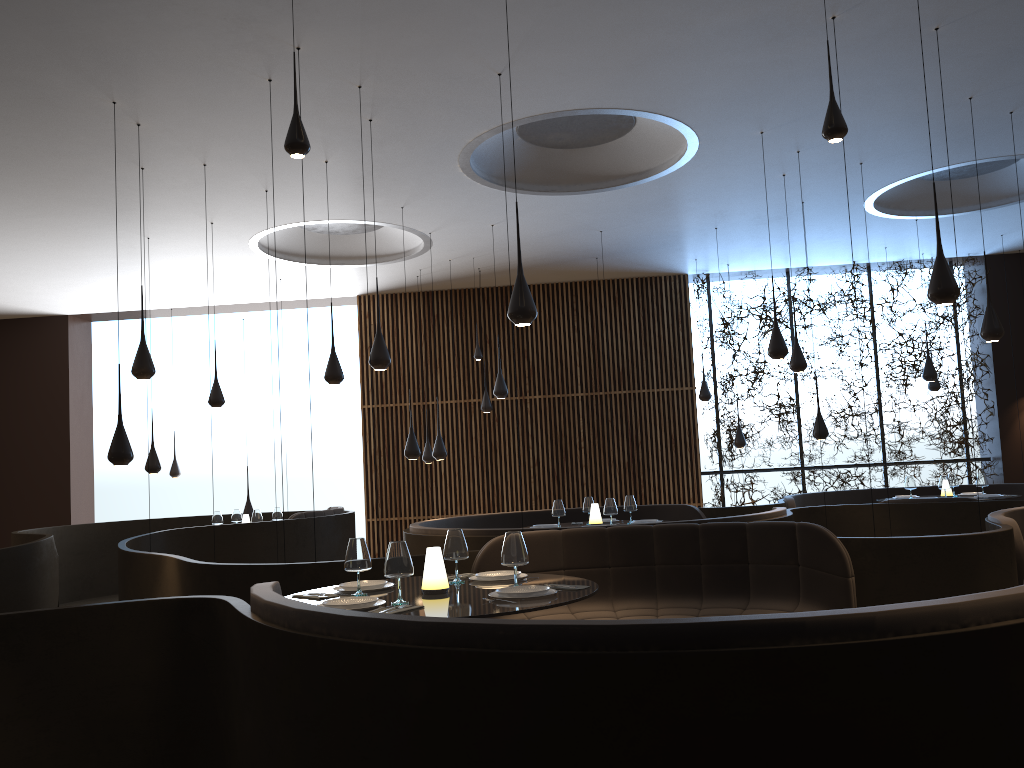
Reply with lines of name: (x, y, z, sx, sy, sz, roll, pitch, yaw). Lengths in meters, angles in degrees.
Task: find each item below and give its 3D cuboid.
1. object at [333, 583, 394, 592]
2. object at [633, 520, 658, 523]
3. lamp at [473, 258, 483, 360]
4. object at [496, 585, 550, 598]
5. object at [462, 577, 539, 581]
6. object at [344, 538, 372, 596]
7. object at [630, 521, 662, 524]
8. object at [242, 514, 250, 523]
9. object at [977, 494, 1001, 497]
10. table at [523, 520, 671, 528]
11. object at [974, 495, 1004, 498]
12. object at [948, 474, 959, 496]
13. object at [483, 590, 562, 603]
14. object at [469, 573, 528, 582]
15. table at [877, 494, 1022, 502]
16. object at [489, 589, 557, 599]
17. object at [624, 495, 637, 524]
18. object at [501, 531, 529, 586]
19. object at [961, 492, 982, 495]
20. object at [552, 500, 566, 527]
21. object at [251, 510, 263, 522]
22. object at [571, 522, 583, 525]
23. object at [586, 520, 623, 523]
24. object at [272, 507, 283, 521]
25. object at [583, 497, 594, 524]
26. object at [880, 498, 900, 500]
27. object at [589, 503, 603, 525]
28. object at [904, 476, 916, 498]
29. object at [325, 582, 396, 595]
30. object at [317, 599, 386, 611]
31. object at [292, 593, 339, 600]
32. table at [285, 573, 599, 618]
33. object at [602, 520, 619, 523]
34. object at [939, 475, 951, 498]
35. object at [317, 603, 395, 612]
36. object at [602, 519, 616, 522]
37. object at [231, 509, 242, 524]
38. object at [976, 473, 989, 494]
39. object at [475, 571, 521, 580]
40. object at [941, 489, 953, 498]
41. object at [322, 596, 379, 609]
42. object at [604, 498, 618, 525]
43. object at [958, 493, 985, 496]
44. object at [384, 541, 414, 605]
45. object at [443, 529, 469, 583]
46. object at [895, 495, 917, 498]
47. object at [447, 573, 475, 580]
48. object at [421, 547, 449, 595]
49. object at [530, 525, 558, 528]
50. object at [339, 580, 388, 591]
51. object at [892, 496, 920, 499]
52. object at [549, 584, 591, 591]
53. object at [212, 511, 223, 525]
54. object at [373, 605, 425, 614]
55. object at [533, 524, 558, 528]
object: (-0.814, 1.116, 4.860, 0.332, 0.014, 0.332, -3, -6, 5)
object: (1.392, 1.437, 9.242, 0.263, 0.029, 0.264, -3, -6, -1)
lamp: (-0.527, -1.099, 12.954, 0.133, 1.506, 0.133, -3, -4, -1)
object: (0.053, 1.004, 4.280, 0.263, 0.029, 0.264, -2, -6, -12)
object: (-0.073, 1.095, 5.007, 0.411, 0.012, 0.204, -7, -7, 34)
object: (-0.805, 0.956, 4.638, 0.142, 0.295, 0.142, 0, -6, -36)
object: (1.392, 1.446, 9.241, 0.332, 0.014, 0.332, -5, -6, 21)
object: (-3.498, 1.831, 11.662, 0.142, 0.232, 0.145, -5, -5, 25)
object: (5.898, 1.382, 10.961, 0.263, 0.029, 0.264, -2, -6, -8)
table: (0.906, 1.997, 9.263, 1.673, 1.022, 1.675, -4, -5, 14)
object: (5.898, 1.391, 10.961, 0.332, 0.014, 0.332, -2, -6, -11)
object: (5.795, 1.328, 11.648, 0.142, 0.295, 0.142, -3, -5, 4)
object: (0.051, 1.015, 4.275, 0.204, 0.012, 0.411, -7, -7, 35)
object: (-0.077, 1.094, 5.009, 0.332, 0.014, 0.332, -7, -7, 38)
table: (5.603, 1.967, 11.324, 1.672, 1.022, 1.676, 1, -7, -35)
object: (0.053, 1.014, 4.279, 0.332, 0.014, 0.332, 1, -7, -31)
object: (1.261, 1.336, 9.447, 0.142, 0.295, 0.142, -5, -5, 25)
object: (0.015, 0.903, 4.519, 0.142, 0.295, 0.142, 1, -6, -40)
object: (6.034, 1.442, 11.629, 0.263, 0.029, 0.264, -2, -6, -5)
object: (0.482, 1.347, 9.160, 0.142, 0.295, 0.142, 0, -6, -35)
object: (-3.256, 1.754, 11.326, 0.142, 0.295, 0.142, -3, -5, 7)
object: (0.723, 1.549, 9.857, 0.126, 0.017, 0.262, -3, -6, 5)
object: (1.026, 1.524, 9.812, 0.410, 0.012, 0.205, -3, -6, 1)
object: (-3.142, 1.805, 11.882, 0.142, 0.295, 0.142, 0, -5, -28)
object: (0.841, 1.379, 9.665, 0.142, 0.295, 0.142, 0, -5, -29)
object: (4.966, 1.510, 11.602, 0.126, 0.017, 0.262, 1, -7, -34)
object: (0.875, 1.373, 9.309, 0.144, 0.232, 0.142, -5, -5, 19)
object: (5.185, 1.348, 11.538, 0.142, 0.295, 0.142, -3, -5, -2)
object: (-0.811, 1.118, 4.863, 0.204, 0.012, 0.411, -8, -7, 39)
object: (-0.761, 1.045, 4.180, 0.332, 0.014, 0.332, -1, -6, -14)
object: (-1.035, 1.114, 4.653, 0.262, 0.017, 0.126, -8, -8, 43)
table: (-0.367, 1.584, 4.524, 1.675, 1.022, 1.673, -7, -7, 38)
object: (1.021, 1.522, 9.811, 0.332, 0.014, 0.332, -4, -6, 12)
object: (5.374, 1.285, 11.003, 0.142, 0.295, 0.142, -3, -5, -3)
object: (-0.765, 1.047, 4.182, 0.411, 0.012, 0.204, -6, -7, 29)
object: (1.021, 1.513, 9.812, 0.263, 0.029, 0.264, 0, -7, -30)
object: (-3.727, 1.847, 12.004, 0.142, 0.295, 0.142, -1, -5, -23)
object: (5.940, 1.276, 11.198, 0.142, 0.295, 0.142, 1, -6, -43)
object: (-0.078, 1.084, 5.010, 0.263, 0.029, 0.263, -8, -8, 41)
object: (5.571, 1.342, 11.370, 0.144, 0.232, 0.142, -2, -5, -16)
object: (-0.762, 1.036, 4.181, 0.263, 0.029, 0.263, -8, -8, 43)
object: (0.992, 1.296, 8.912, 0.142, 0.295, 0.142, -1, -5, -25)
object: (6.035, 1.452, 11.629, 0.332, 0.014, 0.332, -3, -6, 2)
object: (-0.542, 0.903, 4.246, 0.142, 0.295, 0.142, -5, -5, 21)
object: (-0.314, 0.966, 4.981, 0.142, 0.295, 0.142, -3, -5, 3)
object: (5.225, 1.496, 11.758, 0.263, 0.029, 0.263, -8, -7, 39)
object: (-0.302, 1.133, 5.208, 0.126, 0.017, 0.262, -7, -7, 38)
object: (-0.399, 0.959, 4.570, 0.142, 0.232, 0.145, -1, -5, -22)
object: (0.352, 1.509, 9.337, 0.332, 0.014, 0.332, -1, -6, -21)
object: (-0.814, 1.107, 4.860, 0.263, 0.029, 0.263, -4, -6, 8)
object: (5.226, 1.506, 11.758, 0.332, 0.014, 0.332, -3, -6, 1)
object: (0.260, 1.033, 4.499, 0.262, 0.017, 0.126, -8, -7, 39)
object: (-3.835, 1.806, 11.544, 0.142, 0.295, 0.142, -3, -5, 1)
object: (-0.521, 1.022, 3.997, 0.126, 0.017, 0.262, -7, -7, 34)
object: (0.351, 1.499, 9.337, 0.263, 0.029, 0.263, -5, -6, 18)
